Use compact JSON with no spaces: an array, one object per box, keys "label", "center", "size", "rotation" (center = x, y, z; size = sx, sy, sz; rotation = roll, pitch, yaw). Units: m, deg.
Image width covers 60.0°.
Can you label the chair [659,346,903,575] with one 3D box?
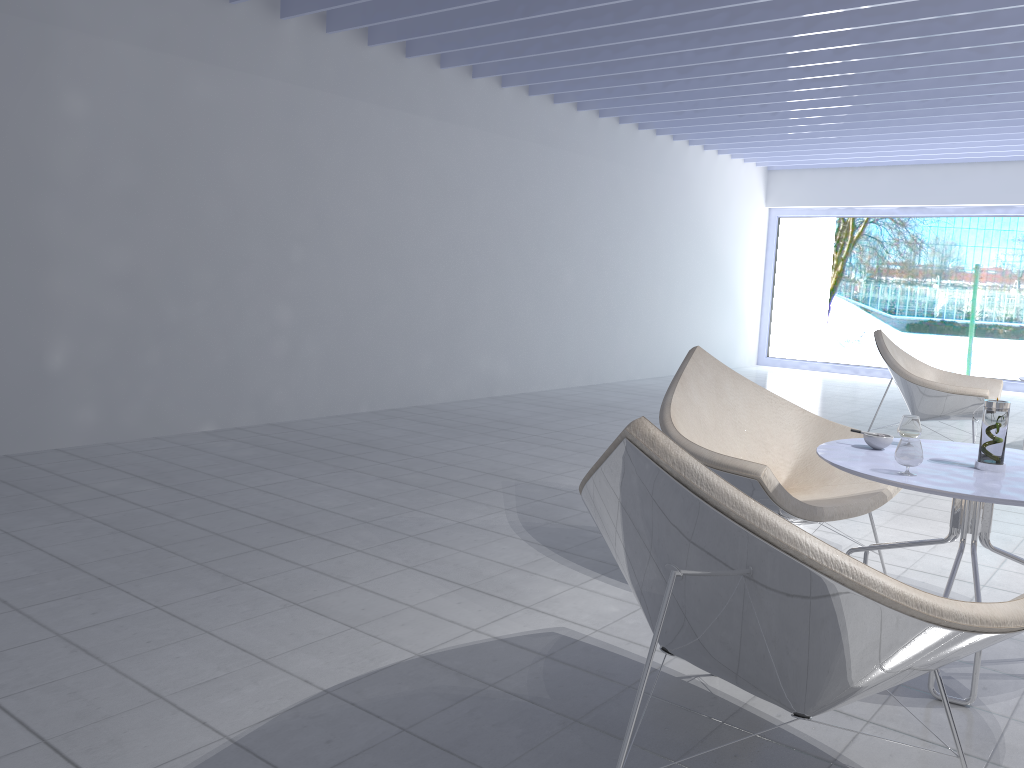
[{"label":"chair","center":[0.873,0.271,3.155],"size":[0.906,0.759,0.753],"rotation":[-2,8,-34]}]

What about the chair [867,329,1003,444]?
[{"label":"chair","center":[2.656,0.053,5.650],"size":[0.753,0.759,0.906],"rotation":[7,8,33]}]

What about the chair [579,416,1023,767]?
[{"label":"chair","center":[0.469,0.420,1.765],"size":[0.753,0.759,0.906],"rotation":[-2,9,-37]}]

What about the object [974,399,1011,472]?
[{"label":"object","center":[1.286,0.137,2.368],"size":[0.075,0.185,0.075],"rotation":[3,7,1]}]

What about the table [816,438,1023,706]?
[{"label":"table","center":[1.252,0.488,2.453],"size":[0.825,0.534,0.823],"rotation":[5,7,15]}]

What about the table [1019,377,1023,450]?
[{"label":"table","center":[3.338,0.269,5.067],"size":[0.825,0.534,0.823],"rotation":[7,8,29]}]

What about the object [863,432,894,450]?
[{"label":"object","center":[1.074,0.170,2.603],"size":[0.082,0.043,0.082],"rotation":[8,9,39]}]

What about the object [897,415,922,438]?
[{"label":"object","center":[1.204,0.142,2.687],"size":[0.068,0.091,0.068],"rotation":[6,8,28]}]

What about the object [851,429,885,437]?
[{"label":"object","center":[1.053,0.147,2.624],"size":[0.098,0.016,0.012],"rotation":[8,9,37]}]

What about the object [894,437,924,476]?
[{"label":"object","center":[1.009,0.185,2.255],"size":[0.068,0.091,0.068],"rotation":[6,8,28]}]
